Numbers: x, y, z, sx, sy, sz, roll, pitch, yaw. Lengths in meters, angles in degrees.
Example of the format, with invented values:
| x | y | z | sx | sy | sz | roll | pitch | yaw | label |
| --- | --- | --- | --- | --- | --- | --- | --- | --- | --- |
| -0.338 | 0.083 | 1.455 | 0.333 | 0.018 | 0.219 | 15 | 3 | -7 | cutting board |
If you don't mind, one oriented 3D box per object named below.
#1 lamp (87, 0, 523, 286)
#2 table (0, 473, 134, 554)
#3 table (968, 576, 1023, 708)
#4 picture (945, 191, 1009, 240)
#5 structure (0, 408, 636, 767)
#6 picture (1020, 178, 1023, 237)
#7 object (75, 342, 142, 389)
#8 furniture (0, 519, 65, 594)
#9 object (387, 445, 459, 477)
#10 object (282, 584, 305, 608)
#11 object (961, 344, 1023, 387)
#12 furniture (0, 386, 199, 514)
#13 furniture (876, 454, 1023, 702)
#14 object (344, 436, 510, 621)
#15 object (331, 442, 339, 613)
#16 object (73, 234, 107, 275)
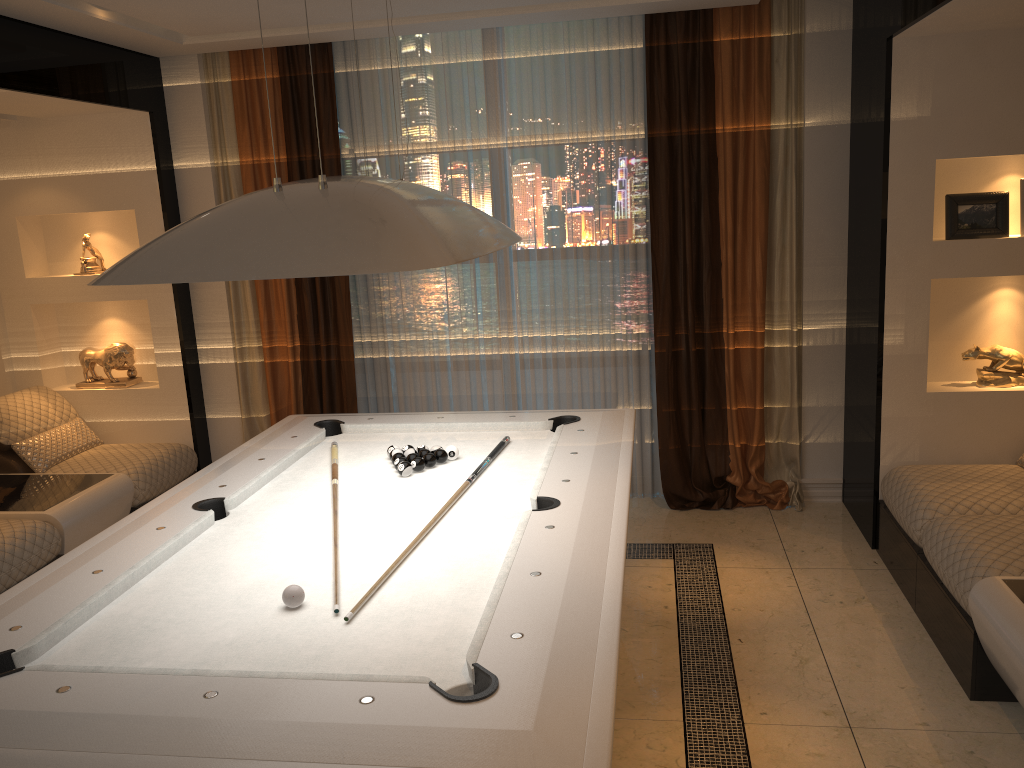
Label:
| x | y | z | sx | sy | sz | roll | pitch | yaw | label |
| --- | --- | --- | --- | --- | --- | --- | --- | --- | --- |
| -0.515 | -0.876 | 2.595 | 0.939 | 0.995 | 1.578 | -1 | 12 | 9 | lamp |
| -2.581 | 0.765 | 4.496 | 1.143 | 0.457 | 0.608 | -1 | 12 | 9 | table |
| 2.027 | 0.903 | 2.572 | 1.143 | 0.457 | 0.608 | -1 | 12 | 9 | table |
| 2.073 | -0.748 | 3.961 | 0.264 | 0.209 | 0.090 | -1 | 12 | 9 | picture |
| -0.438 | 0.779 | 2.940 | 1.659 | 0.812 | 2.912 | -1 | 12 | 9 | structure |
| 2.351 | -0.780 | 3.908 | 0.211 | 0.262 | 0.094 | -1 | 12 | 9 | picture |
| -2.458 | -0.123 | 5.403 | 0.364 | 0.264 | 0.180 | -1 | 12 | 9 | object |
| -2.649 | 0.722 | 3.840 | 1.107 | 0.810 | 0.660 | -1 | 12 | 9 | furniture |
| -0.331 | 0.279 | 3.404 | 0.265 | 0.057 | 0.299 | -7 | 12 | -15 | object |
| -0.552 | 0.535 | 2.239 | 0.057 | 0.057 | 0.057 | -8 | 13 | -20 | object |
| 2.305 | -0.085 | 4.118 | 0.409 | 0.202 | 0.124 | -1 | 12 | 13 | object |
| -2.457 | 0.456 | 5.063 | 1.107 | 0.810 | 0.660 | -1 | 12 | 9 | furniture |
| 2.166 | 0.528 | 3.455 | 1.107 | 0.810 | 1.312 | -1 | 12 | 9 | furniture |
| -0.208 | 0.394 | 2.889 | 0.028 | 0.026 | 1.605 | 0 | 12 | 14 | object |
| -0.587 | 0.405 | 2.945 | 0.028 | 0.026 | 1.605 | -5 | 12 | -10 | object |
| -2.500 | -0.771 | 5.254 | 0.142 | 0.236 | 0.162 | -1 | 12 | 9 | object |
